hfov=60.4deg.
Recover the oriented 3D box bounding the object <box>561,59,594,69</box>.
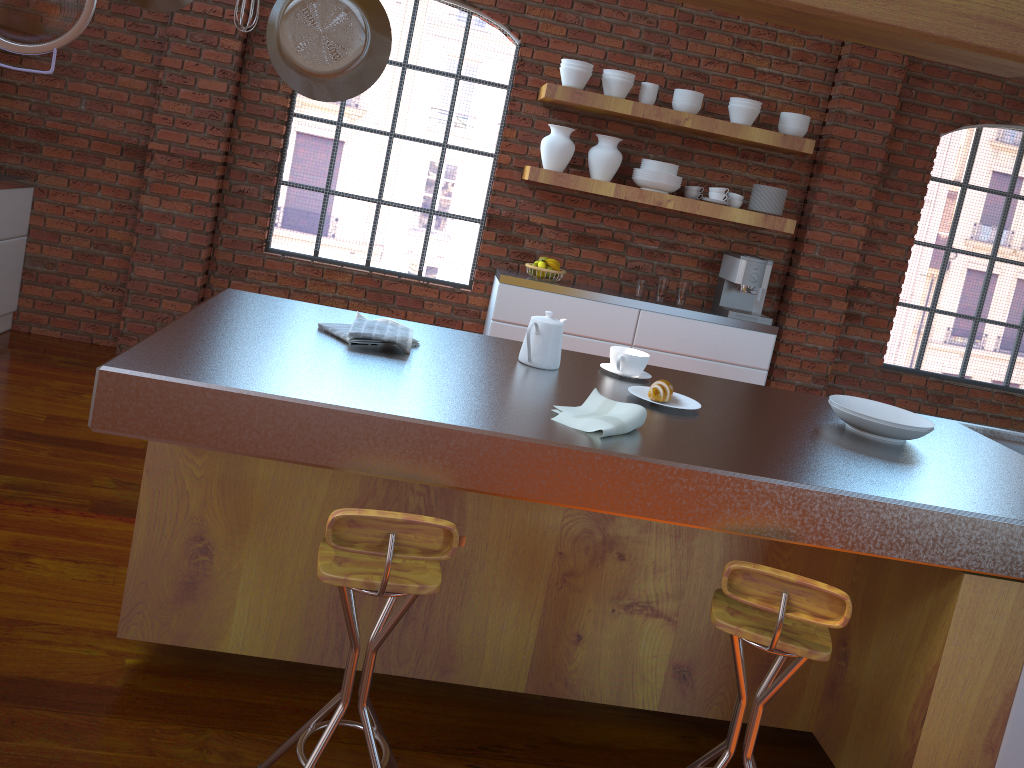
[{"bbox_3d":[0.348,-1.702,4.803,0.184,0.102,0.181,18,13,28],"label":"object"}]

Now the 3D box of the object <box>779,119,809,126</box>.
[{"bbox_3d":[1.598,-1.460,5.005,0.168,0.060,0.166,19,14,31],"label":"object"}]

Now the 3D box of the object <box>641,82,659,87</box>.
[{"bbox_3d":[0.769,-1.652,4.935,0.100,0.060,0.099,19,13,31],"label":"object"}]

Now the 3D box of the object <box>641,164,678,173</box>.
[{"bbox_3d":[0.827,-1.197,4.979,0.212,0.054,0.219,8,13,-15],"label":"object"}]

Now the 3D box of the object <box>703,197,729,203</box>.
[{"bbox_3d":[1.154,-1.040,4.994,0.153,0.012,0.157,-2,19,-45],"label":"object"}]

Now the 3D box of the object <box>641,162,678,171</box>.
[{"bbox_3d":[0.829,-1.207,4.977,0.212,0.054,0.219,8,13,-15],"label":"object"}]

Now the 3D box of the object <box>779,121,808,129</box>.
[{"bbox_3d":[1.595,-1.448,5.006,0.168,0.060,0.166,19,14,31],"label":"object"}]

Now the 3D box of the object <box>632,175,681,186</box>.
[{"bbox_3d":[0.813,-1.127,4.986,0.280,0.054,0.289,6,14,-23],"label":"object"}]

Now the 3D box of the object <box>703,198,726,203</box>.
[{"bbox_3d":[1.153,-1.036,4.995,0.153,0.012,0.157,-2,19,-45],"label":"object"}]

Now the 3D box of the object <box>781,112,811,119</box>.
[{"bbox_3d":[1.605,-1.498,5.001,0.168,0.060,0.166,19,14,31],"label":"object"}]

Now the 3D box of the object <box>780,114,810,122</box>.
[{"bbox_3d":[1.603,-1.485,5.002,0.168,0.060,0.166,19,14,31],"label":"object"}]

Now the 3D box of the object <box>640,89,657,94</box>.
[{"bbox_3d":[0.761,-1.615,4.939,0.100,0.060,0.099,19,13,31],"label":"object"}]

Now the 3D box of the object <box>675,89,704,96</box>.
[{"bbox_3d":[0.989,-1.610,4.943,0.165,0.060,0.169,9,13,-13],"label":"object"}]

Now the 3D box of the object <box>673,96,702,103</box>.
[{"bbox_3d":[0.982,-1.572,4.947,0.165,0.060,0.169,9,13,-13],"label":"object"}]

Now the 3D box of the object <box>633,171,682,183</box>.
[{"bbox_3d":[0.817,-1.149,4.984,0.280,0.054,0.289,6,14,-23],"label":"object"}]

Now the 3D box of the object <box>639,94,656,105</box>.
[{"bbox_3d":[0.755,-1.586,4.942,0.100,0.060,0.099,19,13,31],"label":"object"}]

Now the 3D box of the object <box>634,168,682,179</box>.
[{"bbox_3d":[0.821,-1.167,4.982,0.280,0.054,0.289,6,14,-23],"label":"object"}]

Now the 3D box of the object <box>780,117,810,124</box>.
[{"bbox_3d":[1.600,-1.473,5.004,0.168,0.060,0.166,19,14,31],"label":"object"}]

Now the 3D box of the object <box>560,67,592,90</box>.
[{"bbox_3d":[0.339,-1.660,4.808,0.184,0.102,0.181,18,13,28],"label":"object"}]

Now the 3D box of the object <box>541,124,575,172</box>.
[{"bbox_3d":[0.253,-1.314,4.923,0.195,0.246,0.192,17,10,32],"label":"object"}]

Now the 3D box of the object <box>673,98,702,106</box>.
[{"bbox_3d":[0.979,-1.560,4.949,0.165,0.060,0.169,9,13,-13],"label":"object"}]

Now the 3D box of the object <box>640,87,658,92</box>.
[{"bbox_3d":[0.764,-1.627,4.937,0.100,0.060,0.099,19,13,31],"label":"object"}]

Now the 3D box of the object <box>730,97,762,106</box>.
[{"bbox_3d":[1.305,-1.542,4.949,0.179,0.102,0.185,3,14,-36],"label":"object"}]

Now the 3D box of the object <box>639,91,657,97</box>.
[{"bbox_3d":[0.759,-1.602,4.940,0.100,0.060,0.099,19,13,31],"label":"object"}]

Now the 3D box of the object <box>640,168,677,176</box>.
[{"bbox_3d":[0.823,-1.176,4.981,0.212,0.054,0.219,8,13,-15],"label":"object"}]

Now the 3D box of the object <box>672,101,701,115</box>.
[{"bbox_3d":[0.976,-1.544,4.951,0.165,0.060,0.169,9,13,-13],"label":"object"}]

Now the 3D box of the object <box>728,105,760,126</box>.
[{"bbox_3d":[1.296,-1.500,4.953,0.179,0.102,0.185,3,14,-36],"label":"object"}]

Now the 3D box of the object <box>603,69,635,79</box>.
[{"bbox_3d":[0.583,-1.669,4.866,0.184,0.102,0.181,18,13,28],"label":"object"}]

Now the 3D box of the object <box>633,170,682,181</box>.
[{"bbox_3d":[0.819,-1.157,4.983,0.280,0.054,0.289,6,14,-23],"label":"object"}]

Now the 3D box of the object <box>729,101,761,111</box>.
[{"bbox_3d":[1.300,-1.520,4.951,0.179,0.102,0.185,3,14,-36],"label":"object"}]

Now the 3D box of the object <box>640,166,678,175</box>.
[{"bbox_3d":[0.825,-1.186,4.980,0.212,0.054,0.219,8,13,-15],"label":"object"}]

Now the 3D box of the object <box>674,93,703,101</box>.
[{"bbox_3d":[0.984,-1.585,4.946,0.165,0.060,0.169,9,13,-13],"label":"object"}]

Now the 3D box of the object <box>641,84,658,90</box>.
[{"bbox_3d":[0.766,-1.639,4.936,0.100,0.060,0.099,19,13,31],"label":"object"}]

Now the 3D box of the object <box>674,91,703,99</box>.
[{"bbox_3d":[0.987,-1.597,4.945,0.165,0.060,0.169,9,13,-13],"label":"object"}]

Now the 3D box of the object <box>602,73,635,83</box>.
[{"bbox_3d":[0.579,-1.647,4.869,0.184,0.102,0.181,18,13,28],"label":"object"}]

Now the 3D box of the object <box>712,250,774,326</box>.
[{"bbox_3d":[1.381,-0.566,5.120,0.270,0.364,0.387,10,10,-7],"label":"object"}]

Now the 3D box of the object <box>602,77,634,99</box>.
[{"bbox_3d":[0.575,-1.627,4.871,0.184,0.102,0.181,18,13,28],"label":"object"}]

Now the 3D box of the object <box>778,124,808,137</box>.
[{"bbox_3d":[1.592,-1.432,5.008,0.168,0.060,0.166,19,14,31],"label":"object"}]

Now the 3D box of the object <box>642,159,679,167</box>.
[{"bbox_3d":[0.833,-1.225,4.975,0.212,0.054,0.219,8,13,-15],"label":"object"}]

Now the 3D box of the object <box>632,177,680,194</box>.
[{"bbox_3d":[0.811,-1.117,4.987,0.280,0.054,0.289,6,14,-23],"label":"object"}]

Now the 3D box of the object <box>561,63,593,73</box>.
[{"bbox_3d":[0.343,-1.681,4.806,0.184,0.102,0.181,18,13,28],"label":"object"}]

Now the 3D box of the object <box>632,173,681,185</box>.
[{"bbox_3d":[0.815,-1.139,4.985,0.280,0.054,0.289,6,14,-23],"label":"object"}]
